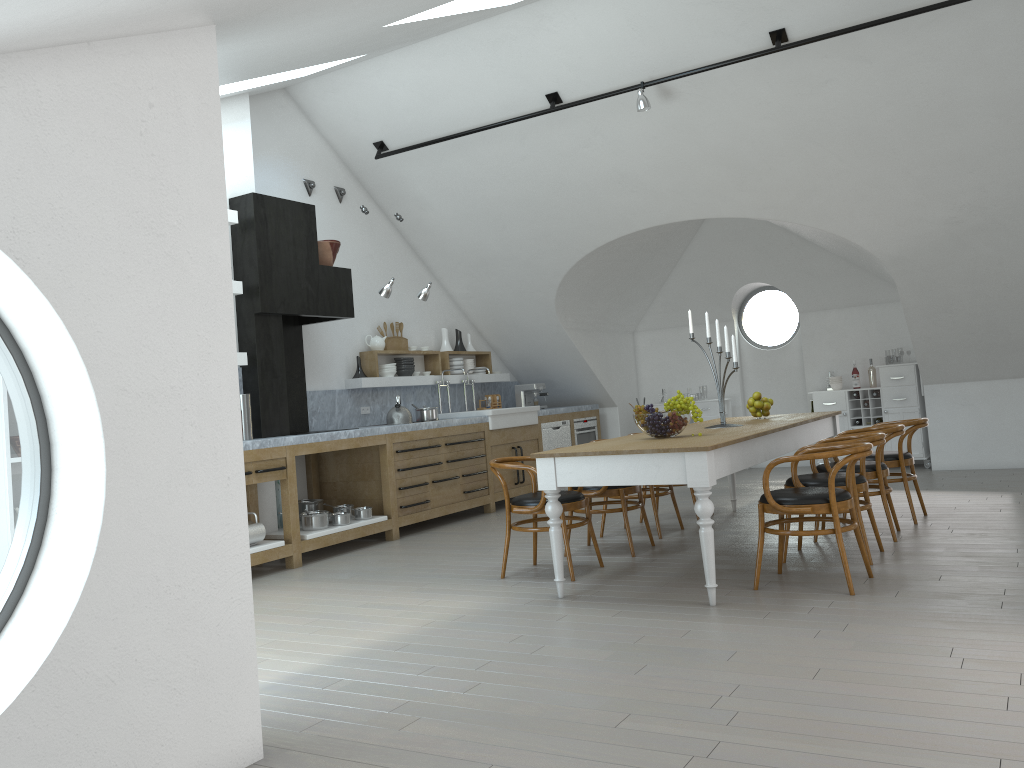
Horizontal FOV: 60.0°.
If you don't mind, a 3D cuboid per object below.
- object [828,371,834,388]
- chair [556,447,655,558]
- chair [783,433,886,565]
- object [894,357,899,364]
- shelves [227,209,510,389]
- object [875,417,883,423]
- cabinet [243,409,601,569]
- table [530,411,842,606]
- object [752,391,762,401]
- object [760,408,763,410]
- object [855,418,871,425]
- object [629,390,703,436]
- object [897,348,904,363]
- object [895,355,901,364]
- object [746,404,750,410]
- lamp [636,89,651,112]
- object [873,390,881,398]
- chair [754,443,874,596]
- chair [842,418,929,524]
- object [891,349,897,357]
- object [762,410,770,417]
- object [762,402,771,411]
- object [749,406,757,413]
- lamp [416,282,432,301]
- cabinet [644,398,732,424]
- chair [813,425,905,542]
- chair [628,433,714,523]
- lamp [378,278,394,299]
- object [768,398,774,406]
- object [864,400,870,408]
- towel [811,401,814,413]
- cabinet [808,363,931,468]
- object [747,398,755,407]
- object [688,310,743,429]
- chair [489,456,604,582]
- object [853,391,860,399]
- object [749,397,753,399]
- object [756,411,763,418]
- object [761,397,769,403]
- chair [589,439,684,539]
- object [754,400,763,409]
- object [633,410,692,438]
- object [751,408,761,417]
[{"bbox_3d":[3.788,-0.050,10.529,0.115,0.209,0.065,-6,-3,33],"label":"object"},{"bbox_3d":[0.609,0.803,6.207,0.620,0.736,0.527,-6,-2,28],"label":"chair"},{"bbox_3d":[1.956,0.679,5.344,0.620,0.736,0.527,-6,-2,31],"label":"chair"},{"bbox_3d":[4.302,-0.260,9.959,0.077,0.085,0.077,-6,-3,39],"label":"object"},{"bbox_3d":[-1.472,-0.645,8.405,0.479,1.363,5.550,-6,-2,25],"label":"shelves"},{"bbox_3d":[4.160,0.416,10.033,0.081,0.081,0.358,-6,-1,29],"label":"object"},{"bbox_3d":[-0.910,0.943,8.577,1.002,1.023,6.430,-6,-2,31],"label":"cabinet"},{"bbox_3d":[1.424,0.699,6.031,1.017,0.800,3.349,-6,-1,31],"label":"table"},{"bbox_3d":[1.918,0.095,6.932,0.072,0.074,0.072,-6,-2,31],"label":"object"},{"bbox_3d":[1.979,0.170,6.983,0.076,0.076,0.077,-5,-2,-2],"label":"object"},{"bbox_3d":[4.015,0.426,10.128,0.156,0.085,0.331,-5,-1,32],"label":"object"},{"bbox_3d":[0.930,0.185,5.369,0.394,0.285,0.292,-4,-2,-5],"label":"object"},{"bbox_3d":[4.413,-0.318,10.067,0.063,0.187,0.063,-5,-3,17],"label":"object"},{"bbox_3d":[4.366,-0.270,10.012,0.071,0.099,0.071,-6,-3,39],"label":"object"},{"bbox_3d":[1.879,0.176,6.985,0.062,0.059,0.062,-6,-2,35],"label":"object"},{"bbox_3d":[1.035,-2.242,6.992,0.112,0.175,0.114,-4,-2,-6],"label":"lamp"},{"bbox_3d":[4.136,0.112,10.041,0.087,0.085,0.360,-6,-2,31],"label":"object"},{"bbox_3d":[1.617,0.695,4.700,0.620,0.736,0.527,-6,-3,34],"label":"chair"},{"bbox_3d":[2.772,0.635,6.546,0.620,0.736,0.527,-6,-3,34],"label":"chair"},{"bbox_3d":[4.351,-0.308,10.082,0.054,0.179,0.054,-6,-3,25],"label":"object"},{"bbox_3d":[1.984,0.224,6.929,0.063,0.063,0.064,-6,-3,42],"label":"object"},{"bbox_3d":[1.973,0.174,6.875,0.071,0.072,0.070,-4,-2,-5],"label":"object"},{"bbox_3d":[1.874,0.201,6.901,0.059,0.056,0.059,-5,-2,25],"label":"object"},{"bbox_3d":[-0.818,-0.865,8.349,0.168,0.176,0.112,-5,-2,23],"label":"lamp"},{"bbox_3d":[2.183,0.617,11.063,1.133,0.790,0.497,-6,-2,31],"label":"cabinet"},{"bbox_3d":[2.343,0.659,5.961,0.620,0.736,0.527,-6,-2,26],"label":"chair"},{"bbox_3d":[1.311,0.770,7.479,0.620,0.736,0.527,-6,-2,27],"label":"chair"},{"bbox_3d":[-1.118,-0.846,7.855,0.115,0.178,0.164,-3,-3,-41],"label":"lamp"},{"bbox_3d":[2.017,0.144,6.942,0.063,0.063,0.062,-4,-2,-7],"label":"object"},{"bbox_3d":[4.062,0.226,10.104,0.085,0.085,0.331,-6,-2,31],"label":"object"},{"bbox_3d":[3.579,0.287,10.510,0.049,0.204,0.150,-6,-3,32],"label":"towel"},{"bbox_3d":[4.093,0.380,10.142,1.241,1.155,0.610,-6,-3,31],"label":"cabinet"},{"bbox_3d":[1.873,0.146,6.928,0.066,0.071,0.072,-5,-2,0],"label":"object"},{"bbox_3d":[1.435,-0.136,6.220,0.265,0.876,0.774,-5,-2,5],"label":"object"},{"bbox_3d":[0.186,0.827,5.616,0.620,0.736,0.527,-6,-2,31],"label":"chair"},{"bbox_3d":[3.963,0.124,10.155,0.092,0.094,0.359,-6,-2,31],"label":"object"},{"bbox_3d":[1.902,0.130,7.009,0.062,0.060,0.062,-6,-2,31],"label":"object"},{"bbox_3d":[1.923,0.236,6.894,0.049,0.050,0.051,-6,-2,35],"label":"object"},{"bbox_3d":[1.970,0.130,6.910,0.053,0.057,0.058,-3,-3,-45],"label":"object"},{"bbox_3d":[0.932,0.789,6.863,0.620,0.736,0.527,-6,-3,34],"label":"chair"},{"bbox_3d":[1.910,0.159,6.864,0.071,0.064,0.072,-5,-2,24],"label":"object"},{"bbox_3d":[0.921,0.249,5.391,0.360,0.160,0.360,-5,-1,11],"label":"object"},{"bbox_3d":[1.917,0.223,6.962,0.080,0.074,0.078,-4,-2,-14],"label":"object"}]
